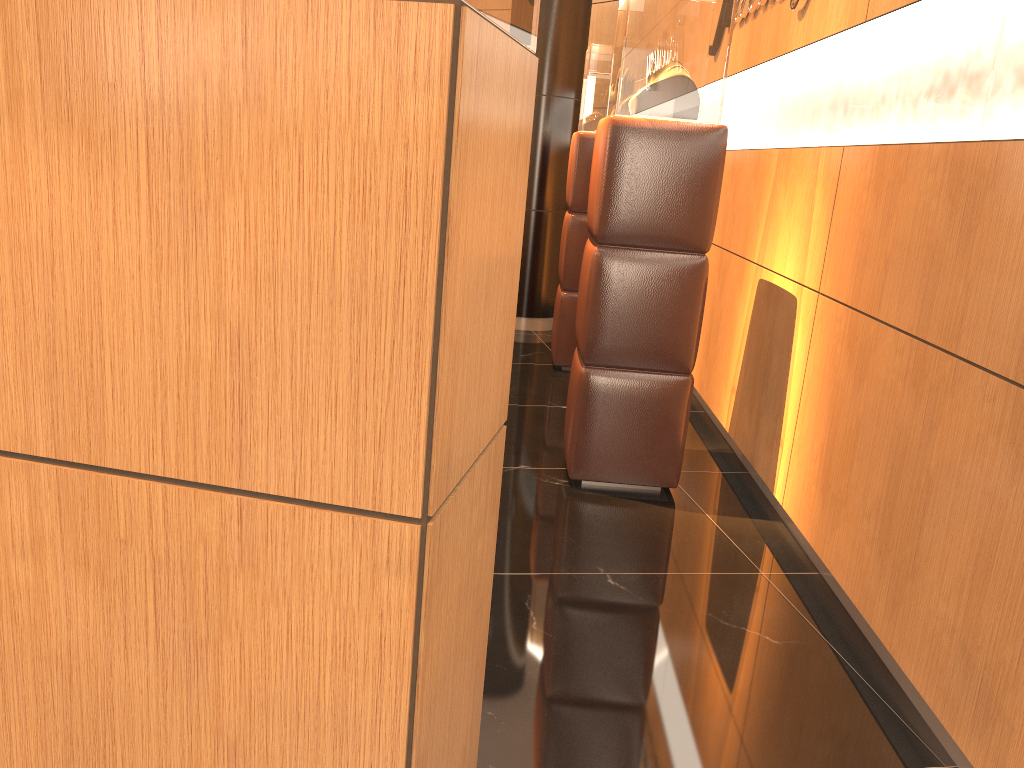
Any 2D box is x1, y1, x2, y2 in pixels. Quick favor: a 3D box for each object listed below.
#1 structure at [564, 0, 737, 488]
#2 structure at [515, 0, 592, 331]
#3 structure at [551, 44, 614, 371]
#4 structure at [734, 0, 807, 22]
[{"bbox_3d":[0.553,-0.584,3.670,0.498,1.968,0.484,5,14,-1],"label":"structure"},{"bbox_3d":[0.232,-2.154,6.856,0.613,3.430,0.613,6,14,4],"label":"structure"},{"bbox_3d":[0.583,-1.083,5.692,0.498,2.000,0.484,5,14,-1],"label":"structure"},{"bbox_3d":[1.217,-1.952,4.358,0.034,0.442,2.050,5,14,0],"label":"structure"}]
